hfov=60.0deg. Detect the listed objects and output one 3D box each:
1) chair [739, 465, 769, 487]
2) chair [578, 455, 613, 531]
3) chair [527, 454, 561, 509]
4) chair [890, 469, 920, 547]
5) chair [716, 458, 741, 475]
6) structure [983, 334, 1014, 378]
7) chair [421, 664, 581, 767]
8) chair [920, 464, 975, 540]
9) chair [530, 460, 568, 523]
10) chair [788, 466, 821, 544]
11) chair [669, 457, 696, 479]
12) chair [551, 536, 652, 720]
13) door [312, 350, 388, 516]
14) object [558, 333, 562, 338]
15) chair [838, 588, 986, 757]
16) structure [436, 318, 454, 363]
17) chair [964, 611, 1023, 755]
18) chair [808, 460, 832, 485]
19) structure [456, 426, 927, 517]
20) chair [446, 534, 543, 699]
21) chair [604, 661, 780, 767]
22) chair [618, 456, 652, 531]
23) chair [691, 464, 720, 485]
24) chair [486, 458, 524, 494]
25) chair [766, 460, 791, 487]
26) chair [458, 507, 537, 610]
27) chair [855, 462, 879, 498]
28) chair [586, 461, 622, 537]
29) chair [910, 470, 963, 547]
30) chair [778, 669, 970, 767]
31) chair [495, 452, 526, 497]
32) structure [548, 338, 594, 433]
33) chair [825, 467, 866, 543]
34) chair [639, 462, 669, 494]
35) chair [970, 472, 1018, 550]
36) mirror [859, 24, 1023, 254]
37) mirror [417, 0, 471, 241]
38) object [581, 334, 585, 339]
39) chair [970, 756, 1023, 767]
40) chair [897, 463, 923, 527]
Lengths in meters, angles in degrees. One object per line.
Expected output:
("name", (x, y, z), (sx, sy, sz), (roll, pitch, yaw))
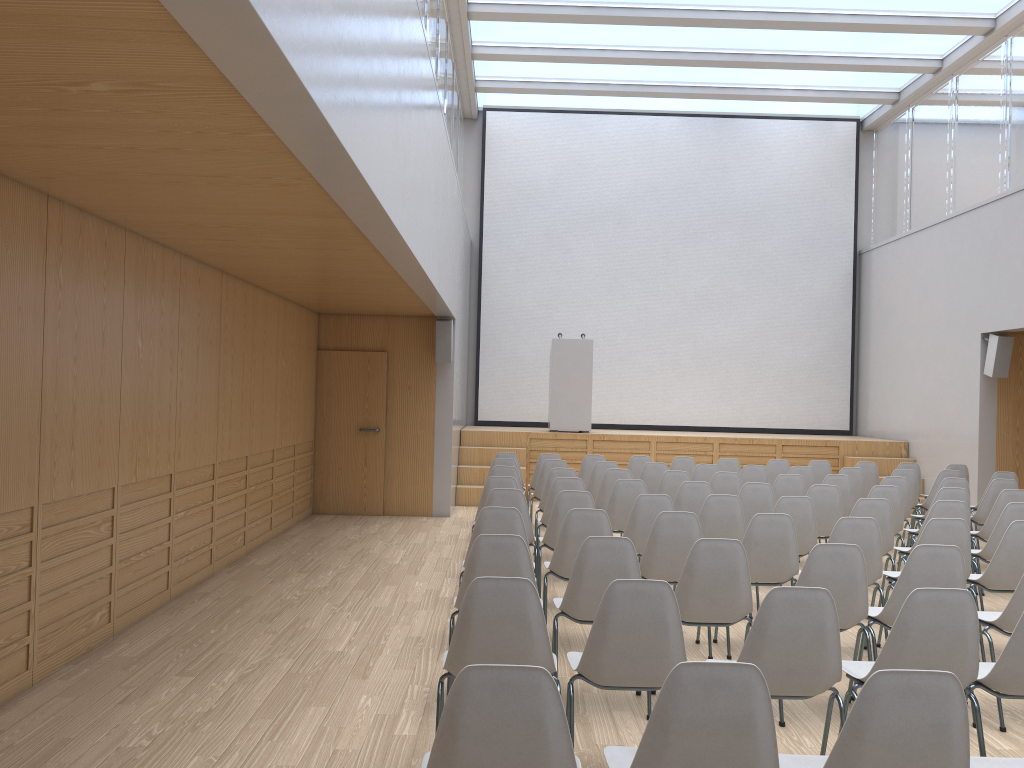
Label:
("chair", (2.508, 1.282, 9.461), (0.479, 0.876, 0.505), (2, -1, 0))
("chair", (0.935, 1.252, 10.409), (0.479, 0.876, 0.505), (2, -1, 0))
("chair", (0.418, 1.237, 10.364), (0.479, 0.876, 0.505), (2, -1, 0))
("chair", (4.054, 1.323, 9.432), (0.479, 0.876, 0.505), (2, -1, 0))
("chair", (2.479, 1.294, 10.441), (0.479, 0.876, 0.505), (2, -1, 0))
("structure", (5.964, -0.347, 10.890), (0.196, 0.542, 0.368), (2, -1, 0))
("chair", (-0.029, 1.123, 2.402), (0.479, 0.876, 0.505), (2, -1, 0))
("chair", (5.127, 1.365, 10.480), (0.479, 0.876, 0.505), (2, -1, 0))
("chair", (0.434, 1.226, 9.445), (0.479, 0.876, 0.505), (2, -1, 0))
("chair", (3.014, 1.296, 9.493), (0.479, 0.876, 0.505), (2, -1, 0))
("chair", (1.973, 1.281, 10.485), (0.479, 0.876, 0.505), (2, -1, 0))
("chair", (0.443, 1.162, 4.446), (0.479, 0.876, 0.505), (2, -1, 0))
("door", (-2.008, 0.606, 10.940), (0.873, 2.024, 0.108), (2, -1, 0))
("object", (0.735, -0.618, 13.251), (0.166, 0.305, 0.252), (2, -1, -29))
("chair", (1.542, 1.179, 3.454), (0.479, 0.876, 0.505), (2, -1, 0))
("structure", (-0.826, -0.529, 10.839), (0.196, 0.542, 0.368), (2, -1, 0))
("chair", (2.008, 1.192, 3.485), (0.479, 0.876, 0.505), (2, -1, 0))
("chair", (3.542, 1.323, 10.487), (0.479, 0.876, 0.505), (2, -1, 0))
("structure", (2.507, 1.280, 13.531), (6.552, 1.027, 2.728), (2, -1, 0))
("chair", (-0.070, 1.148, 4.422), (0.479, 0.876, 0.505), (2, -1, 0))
("chair", (0.502, 1.139, 2.474), (0.479, 0.876, 0.505), (2, -1, 0))
("chair", (1.474, 1.267, 10.453), (0.479, 0.876, 0.505), (2, -1, 0))
("chair", (2.008, 1.268, 9.417), (0.479, 0.876, 0.505), (2, -1, 0))
("chair", (-0.095, 1.212, 9.470), (0.479, 0.876, 0.505), (2, -1, 0))
("chair", (3.048, 1.309, 10.424), (0.479, 0.876, 0.505), (2, -1, 0))
("chair", (-0.083, 1.161, 5.442), (0.479, 0.876, 0.505), (2, -1, 0))
("chair", (4.079, 1.337, 10.472), (0.479, 0.876, 0.505), (2, -1, 0))
("chair", (0.962, 1.240, 9.409), (0.479, 0.876, 0.505), (2, -1, 0))
("chair", (4.563, 1.337, 9.494), (0.479, 0.876, 0.505), (2, -1, 0))
("chair", (0.988, 1.151, 2.450), (0.479, 0.876, 0.505), (2, -1, 0))
("chair", (-0.076, 1.225, 10.442), (0.479, 0.876, 0.505), (2, -1, 0))
("structure", (0.873, 0.029, 13.311), (0.605, 1.379, 0.605), (2, -1, 0))
("chair", (3.522, 1.309, 9.468), (0.479, 0.876, 0.505), (2, -1, 0))
("chair", (1.483, 1.255, 9.471), (0.479, 0.876, 0.505), (2, -1, 0))
("chair", (5.102, 1.351, 9.440), (0.479, 0.876, 0.505), (2, -1, 0))
("mirror", (6.075, -3.340, 6.052), (0.253, 2.089, 17.828), (2, -1, 0))
("mirror", (-0.714, -3.522, 6.002), (0.253, 2.089, 17.828), (2, -1, 0))
("object", (1.082, -0.609, 13.254), (0.166, 0.305, 0.252), (2, -1, -29))
("chair", (1.550, 1.167, 2.472), (0.479, 0.876, 0.505), (2, -1, 0))
("chair", (4.583, 1.351, 10.504), (0.479, 0.876, 0.505), (2, -1, 0))
